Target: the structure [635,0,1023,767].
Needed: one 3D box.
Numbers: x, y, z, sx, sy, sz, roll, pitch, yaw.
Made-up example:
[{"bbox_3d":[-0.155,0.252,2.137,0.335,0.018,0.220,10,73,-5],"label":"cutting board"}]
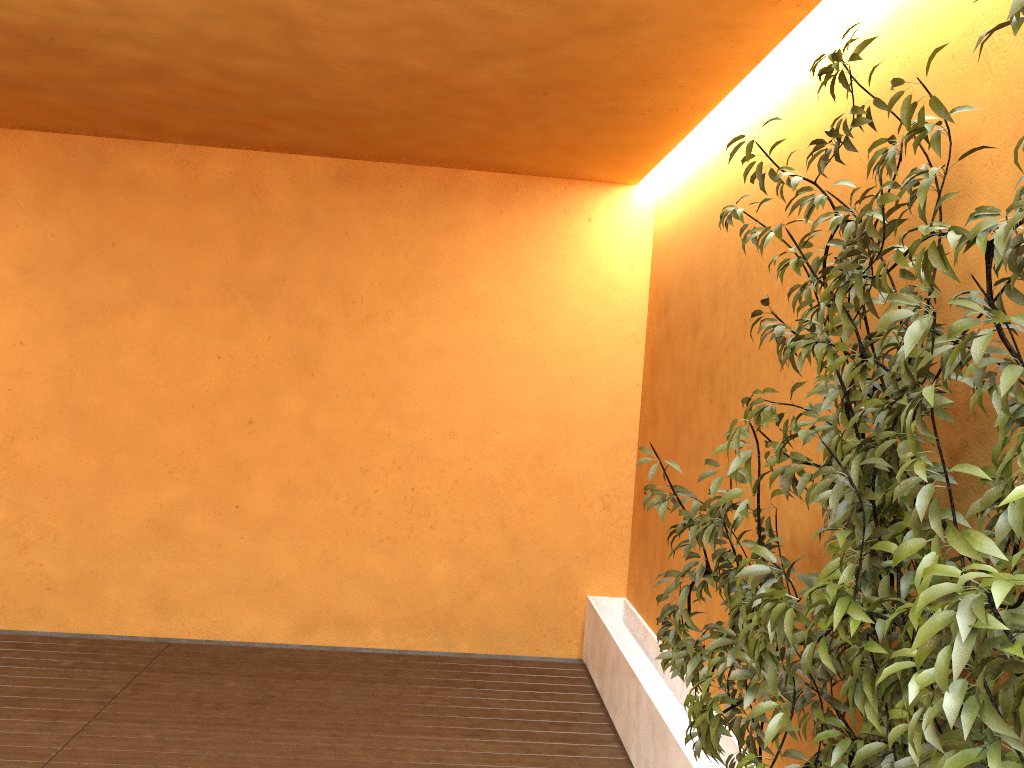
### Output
[{"bbox_3d":[0.802,0.272,1.520,0.622,2.483,3.166,4,0,-5],"label":"structure"}]
